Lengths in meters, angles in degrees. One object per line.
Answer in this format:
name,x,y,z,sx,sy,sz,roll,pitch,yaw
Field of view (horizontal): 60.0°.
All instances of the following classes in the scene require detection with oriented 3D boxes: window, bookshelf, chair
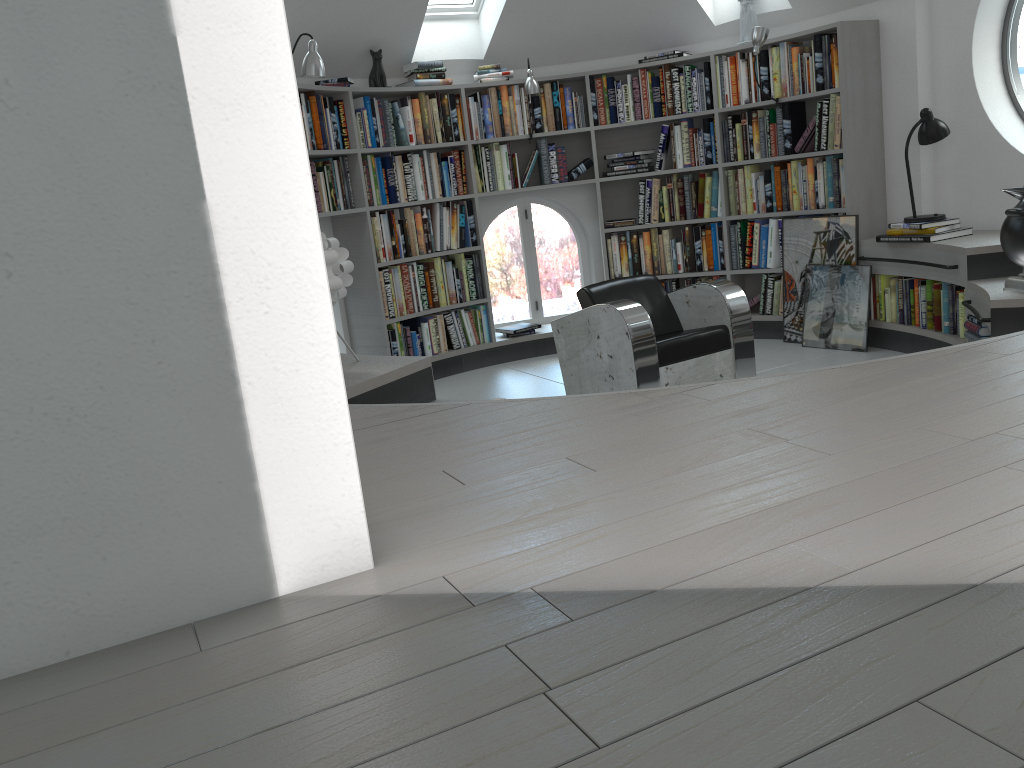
window,3.328,-1.916,4.738,0.104,1.462,1.475,-12,13,-24
window,-0.715,-0.735,6.495,3.244,1.144,0.618,-17,15,-38
bookshelf,0.064,-1.125,5.864,4.343,1.870,2.115,-13,13,-24
chair,0.770,-0.217,4.898,0.825,0.715,0.743,-14,13,-29
window,-0.150,-2.843,5.536,4.064,0.709,1.939,-13,13,-24

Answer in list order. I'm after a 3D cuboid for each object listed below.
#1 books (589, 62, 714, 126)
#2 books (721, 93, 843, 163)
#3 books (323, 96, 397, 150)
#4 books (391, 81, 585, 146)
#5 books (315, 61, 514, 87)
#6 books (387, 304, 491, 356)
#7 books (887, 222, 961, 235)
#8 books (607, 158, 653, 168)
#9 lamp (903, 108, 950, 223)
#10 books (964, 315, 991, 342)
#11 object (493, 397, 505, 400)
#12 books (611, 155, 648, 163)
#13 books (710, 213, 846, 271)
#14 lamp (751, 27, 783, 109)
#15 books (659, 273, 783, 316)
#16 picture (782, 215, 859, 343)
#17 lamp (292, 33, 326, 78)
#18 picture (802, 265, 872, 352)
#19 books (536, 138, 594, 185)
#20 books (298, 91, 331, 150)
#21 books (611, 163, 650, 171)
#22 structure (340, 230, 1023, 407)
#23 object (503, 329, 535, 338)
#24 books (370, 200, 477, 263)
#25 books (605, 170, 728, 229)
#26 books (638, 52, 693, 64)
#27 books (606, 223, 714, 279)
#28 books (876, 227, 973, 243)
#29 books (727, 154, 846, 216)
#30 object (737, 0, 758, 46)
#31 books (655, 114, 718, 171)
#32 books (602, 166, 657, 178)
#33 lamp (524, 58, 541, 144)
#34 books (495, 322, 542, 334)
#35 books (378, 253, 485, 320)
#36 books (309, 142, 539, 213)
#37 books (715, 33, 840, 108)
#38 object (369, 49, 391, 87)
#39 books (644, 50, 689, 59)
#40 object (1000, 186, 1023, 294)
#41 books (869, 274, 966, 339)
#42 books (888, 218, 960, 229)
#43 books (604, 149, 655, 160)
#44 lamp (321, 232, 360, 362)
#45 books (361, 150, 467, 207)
books,1.022,-2.141,6.548,0.969,0.365,0.308,-3,12,18
books,1.907,-1.748,6.076,0.280,0.356,1.054,-16,15,-38
books,-1.092,-1.738,5.959,0.265,0.344,0.686,3,16,41
books,-0.195,-1.980,6.505,1.568,0.365,0.395,-11,12,-19
books,-1.005,-1.997,5.643,0.747,0.172,2.829,2,15,35
books,-0.602,-0.370,6.494,1.023,0.305,0.288,-17,15,-39
books,2.474,-0.931,5.330,0.287,0.034,0.305,-15,15,-34
books,0.900,-1.681,6.744,0.285,0.031,0.271,-1,14,25
lamp,2.463,-1.303,5.269,0.323,0.656,0.234,-9,11,-9
books,2.454,-0.219,4.414,0.240,0.167,0.669,-4,13,16
object,-0.086,0.106,3.064,0.473,0.082,0.219,0,14,28
books,0.897,-1.711,6.739,0.226,0.036,0.215,-1,14,25
books,1.951,-1.008,6.261,0.305,0.357,1.185,-18,16,-42
lamp,1.704,-2.086,5.855,0.276,0.522,0.112,-14,13,-33
books,1.435,-0.668,6.693,1.496,0.309,0.362,-1,13,27
picture,2.063,-0.690,5.952,0.091,0.858,0.579,-14,13,-34
lamp,-1.081,-1.472,4.144,0.415,0.310,0.117,-13,13,-27
picture,2.120,-0.501,5.804,0.107,0.552,0.490,-14,14,-33
books,0.408,-1.699,6.715,0.399,0.339,0.225,-8,11,-4
books,-1.398,-1.580,5.366,0.269,0.371,0.798,-3,13,19
books,0.904,-1.651,6.750,0.285,0.031,0.271,-5,13,10
structure,0.754,-0.183,4.776,4.707,0.689,4.738,-2,13,20
object,0.051,-0.404,6.907,0.227,0.036,0.214,-9,12,-8
books,-0.691,-1.098,6.359,1.002,0.349,0.298,-17,15,-40
books,1.174,-1.395,6.658,0.973,0.350,0.253,-3,12,18
books,1.140,-2.381,6.516,0.336,0.036,0.318,-1,14,27
books,1.142,-1.022,6.765,0.871,0.349,0.273,-3,12,17
books,2.478,-0.896,5.337,0.366,0.042,0.389,-13,14,-24
books,1.962,-1.376,6.148,0.276,0.346,1.022,-16,15,-38
object,1.620,-2.571,6.092,0.179,0.470,0.180,-10,11,-15
books,1.323,-1.781,6.552,0.553,0.349,0.257,-2,12,21
books,0.908,-1.619,6.756,0.388,0.042,0.368,-4,13,15
lamp,0.111,-2.020,6.349,0.113,0.563,0.359,-10,12,-17
books,0.048,-0.434,6.902,0.269,0.029,0.253,-15,15,-33
books,-0.635,-0.726,6.441,1.036,0.355,0.293,-17,15,-39
books,-0.793,-1.401,6.054,0.591,0.369,2.540,5,17,45
books,1.854,-2.122,6.014,0.294,0.360,1.015,-17,16,-41
object,-0.914,-2.146,6.069,0.147,0.263,0.202,-13,13,-27
books,1.136,-2.409,6.511,0.247,0.027,0.234,2,16,37
object,2.473,-0.723,4.160,0.321,0.559,0.321,2,14,38
books,2.505,-0.496,5.330,0.272,0.296,1.153,-9,12,-10
books,2.470,-0.963,5.324,0.269,0.031,0.287,-10,13,-14
books,0.893,-1.742,6.733,0.286,0.031,0.270,5,17,44
lamp,-0.751,-0.311,3.376,0.306,0.522,0.306,-15,14,-35
books,-0.764,-1.470,6.320,1.032,0.357,0.301,-17,15,-38
